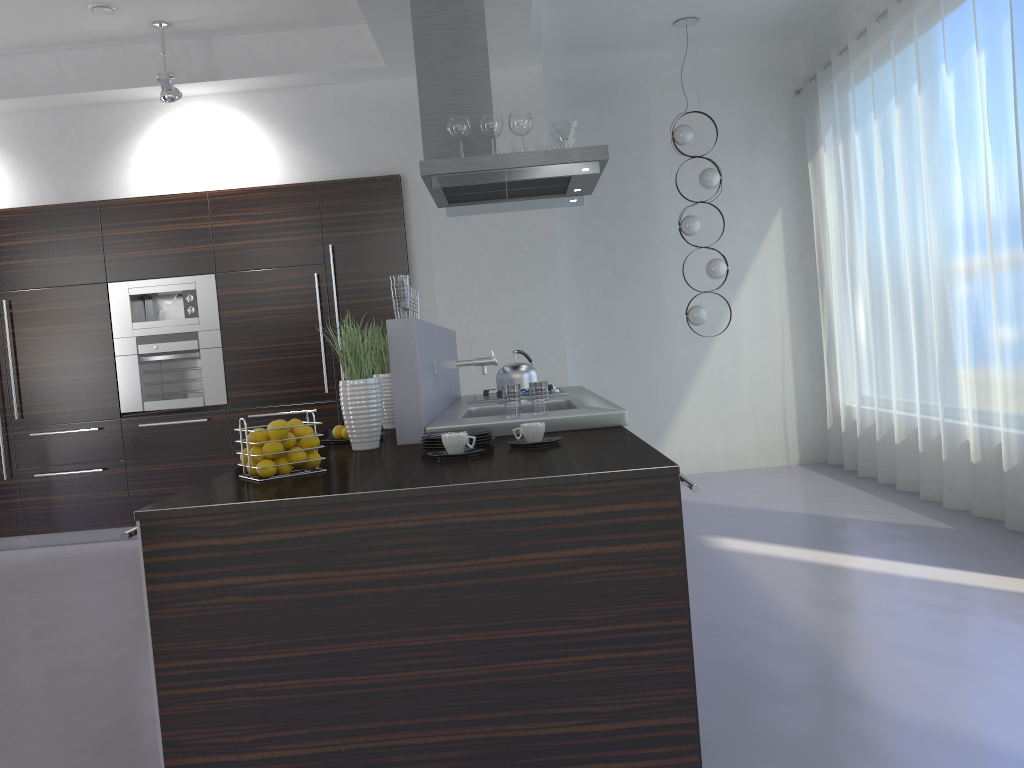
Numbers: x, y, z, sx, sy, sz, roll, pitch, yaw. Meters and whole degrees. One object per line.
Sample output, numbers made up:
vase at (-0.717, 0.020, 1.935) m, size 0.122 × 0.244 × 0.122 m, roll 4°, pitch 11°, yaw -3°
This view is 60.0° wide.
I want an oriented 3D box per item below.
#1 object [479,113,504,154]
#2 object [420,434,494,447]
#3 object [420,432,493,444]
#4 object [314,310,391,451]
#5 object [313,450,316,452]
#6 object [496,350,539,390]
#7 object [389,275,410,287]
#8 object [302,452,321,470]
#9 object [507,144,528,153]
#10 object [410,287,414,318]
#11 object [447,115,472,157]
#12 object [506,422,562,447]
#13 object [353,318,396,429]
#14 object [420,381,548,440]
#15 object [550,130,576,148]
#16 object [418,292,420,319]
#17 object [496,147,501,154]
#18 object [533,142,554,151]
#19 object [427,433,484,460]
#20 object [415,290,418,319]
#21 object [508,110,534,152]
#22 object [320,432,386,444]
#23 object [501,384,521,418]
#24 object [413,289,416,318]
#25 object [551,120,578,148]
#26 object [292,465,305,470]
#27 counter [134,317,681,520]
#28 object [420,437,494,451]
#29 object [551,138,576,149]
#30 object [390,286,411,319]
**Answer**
object at (-0.096, -1.218, 4.389) m, size 0.125 × 0.221 × 0.125 m, roll -4°, pitch 2°, yaw 25°
object at (-0.179, 0.188, 2.908) m, size 0.232 × 0.020 × 0.232 m, roll -5°, pitch 2°, yaw 9°
object at (-0.180, 0.179, 2.907) m, size 0.232 × 0.020 × 0.232 m, roll -5°, pitch 2°, yaw 4°
object at (-0.554, -0.020, 3.080) m, size 0.269 × 0.502 × 0.247 m, roll -3°, pitch 3°, yaw 43°
object at (-0.649, 0.225, 2.812) m, size 0.063 × 0.051 × 0.053 m, roll -6°, pitch 2°, yaw -31°
object at (0.023, -0.078, 4.594) m, size 0.220 × 0.196 × 0.229 m, roll -5°, pitch 2°, yaw -7°
object at (-0.404, -0.333, 3.220) m, size 0.071 × 0.119 × 0.072 m, roll -3°, pitch 3°, yaw 40°
object at (-0.580, 0.222, 2.563) m, size 0.053 × 0.053 × 0.061 m, roll -7°, pitch 3°, yaw -45°
object at (0.040, -1.256, 5.101) m, size 0.125 × 0.221 × 0.125 m, roll -4°, pitch 2°, yaw 25°
object at (-0.400, -0.297, 3.302) m, size 0.071 × 0.119 × 0.072 m, roll -3°, pitch 3°, yaw 40°
object at (-0.253, -1.204, 4.389) m, size 0.125 × 0.221 × 0.125 m, roll -4°, pitch 2°, yaw 25°
object at (0.068, 0.158, 2.773) m, size 0.153 × 0.069 × 0.153 m, roll -3°, pitch 3°, yaw 34°
object at (-0.576, -0.051, 3.969) m, size 0.247 × 0.502 × 0.269 m, roll -5°, pitch 2°, yaw 1°
object at (-0.106, 0.092, 3.075) m, size 0.269 × 0.147 × 0.646 m, roll -4°, pitch 2°, yaw 25°
object at (0.274, -1.237, 4.677) m, size 0.137 × 0.174 × 0.137 m, roll -6°, pitch 3°, yaw -35°
object at (-0.400, -0.306, 3.544) m, size 0.071 × 0.119 × 0.072 m, roll -7°, pitch 3°, yaw -40°
object at (-0.117, -1.242, 5.101) m, size 0.125 × 0.221 × 0.125 m, roll -4°, pitch 2°, yaw 25°
object at (0.186, -1.268, 5.100) m, size 0.125 × 0.221 × 0.125 m, roll -4°, pitch 2°, yaw 25°
object at (-0.170, 0.184, 2.642) m, size 0.153 × 0.069 × 0.153 m, roll -6°, pitch 2°, yaw -26°
object at (-0.400, -0.303, 3.464) m, size 0.071 × 0.119 × 0.072 m, roll -3°, pitch 3°, yaw 40°
object at (0.050, -1.230, 4.388) m, size 0.125 × 0.221 × 0.125 m, roll -4°, pitch 2°, yaw 25°
object at (-0.620, 0.213, 3.477) m, size 0.232 × 0.020 × 0.232 m, roll -5°, pitch 2°, yaw 9°
object at (0.001, 0.062, 3.257) m, size 0.071 × 0.119 × 0.072 m, roll -5°, pitch 2°, yaw 0°
object at (-0.400, -0.300, 3.383) m, size 0.071 × 0.119 × 0.072 m, roll -3°, pitch 3°, yaw 40°
object at (0.273, -1.229, 4.487) m, size 0.137 × 0.174 × 0.137 m, roll -6°, pitch 3°, yaw -35°
object at (-0.619, 0.224, 2.608) m, size 0.053 × 0.053 × 0.061 m, roll -3°, pitch 3°, yaw 43°
counter at (-0.212, 0.384, 3.716) m, size 1.302 × 1.300 × 3.291 m, roll -5°, pitch 2°, yaw 0°
object at (-0.178, 0.198, 2.908) m, size 0.232 × 0.020 × 0.232 m, roll -5°, pitch 2°, yaw 9°
object at (0.290, -1.244, 4.853) m, size 0.137 × 0.174 × 0.137 m, roll -6°, pitch 3°, yaw -35°
object at (-0.401, -0.294, 3.222) m, size 0.071 × 0.119 × 0.072 m, roll -3°, pitch 3°, yaw 40°
